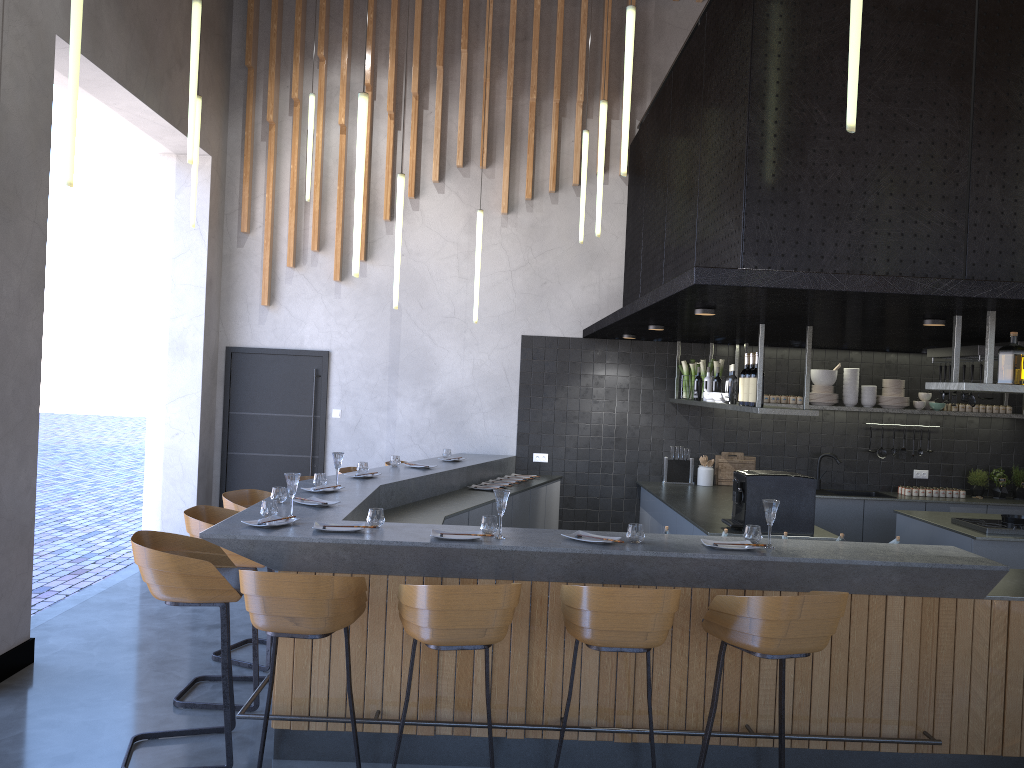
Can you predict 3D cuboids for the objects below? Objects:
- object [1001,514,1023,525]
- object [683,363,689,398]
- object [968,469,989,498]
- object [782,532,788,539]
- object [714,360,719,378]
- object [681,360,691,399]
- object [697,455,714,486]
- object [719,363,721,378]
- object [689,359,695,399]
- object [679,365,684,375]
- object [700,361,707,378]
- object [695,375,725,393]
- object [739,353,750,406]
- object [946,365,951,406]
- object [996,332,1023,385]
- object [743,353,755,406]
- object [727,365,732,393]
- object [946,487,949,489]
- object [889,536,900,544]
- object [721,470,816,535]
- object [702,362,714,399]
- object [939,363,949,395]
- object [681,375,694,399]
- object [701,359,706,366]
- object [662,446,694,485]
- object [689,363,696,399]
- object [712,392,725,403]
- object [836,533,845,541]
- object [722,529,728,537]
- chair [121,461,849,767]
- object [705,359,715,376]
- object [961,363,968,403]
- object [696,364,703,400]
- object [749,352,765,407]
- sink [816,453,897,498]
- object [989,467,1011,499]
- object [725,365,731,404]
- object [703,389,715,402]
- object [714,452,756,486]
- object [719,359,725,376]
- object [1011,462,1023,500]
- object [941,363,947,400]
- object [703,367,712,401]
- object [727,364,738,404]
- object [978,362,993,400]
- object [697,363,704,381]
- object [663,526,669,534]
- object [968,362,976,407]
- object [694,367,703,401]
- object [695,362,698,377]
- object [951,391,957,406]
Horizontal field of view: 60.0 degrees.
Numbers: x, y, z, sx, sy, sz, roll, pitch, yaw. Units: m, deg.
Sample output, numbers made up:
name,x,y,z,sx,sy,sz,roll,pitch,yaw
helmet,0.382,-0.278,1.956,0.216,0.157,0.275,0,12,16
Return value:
name,x,y,z,sx,sy,sz,roll,pitch,yaw
object,3.874,1.028,6.691,0.232,0.061,0.351,2,0,-23
object,1.681,-0.033,8.581,0.055,0.345,0.118,3,0,14
object,4.613,0.978,8.764,0.211,0.283,0.221,3,0,12
object,1.414,0.869,4.597,0.038,0.203,0.057,3,0,24
object,1.869,-0.033,8.101,0.047,0.365,0.105,3,0,35
object,1.667,-0.043,8.497,0.105,0.365,0.047,3,0,17
object,1.907,0.845,8.720,0.158,0.303,0.175,3,0,2
object,1.895,-0.023,8.167,0.057,0.347,0.093,3,0,-4
object,1.734,-0.048,8.566,0.056,0.381,0.113,3,0,12
object,1.729,-0.023,8.652,0.220,0.330,0.054,3,0,12
object,1.811,-0.031,8.255,0.141,0.356,0.057,3,0,13
object,1.831,0.039,8.216,0.234,0.231,0.248,3,0,27
object,1.689,-0.032,6.380,0.101,0.378,0.100,3,0,-8
object,3.366,0.013,6.825,0.024,0.363,0.033,3,0,-1
object,2.840,-0.120,4.586,0.630,0.274,0.139,3,0,-3
object,1.691,-0.032,6.253,0.101,0.378,0.100,3,0,-7
object,1.706,0.002,6.874,0.073,0.305,0.072,3,0,7
object,4.311,1.065,8.771,0.062,0.078,0.062,3,0,4
object,1.995,0.895,4.636,0.040,0.203,0.100,2,0,-30
object,1.753,0.805,6.089,0.562,0.400,0.322,3,0,-1
object,1.794,-0.027,8.141,0.118,0.345,0.055,3,0,32
object,3.405,-0.039,6.971,0.074,0.256,0.074,3,0,44
object,1.762,0.035,8.566,0.248,0.231,0.234,3,0,9
object,1.832,-0.046,8.481,0.084,0.386,0.046,2,0,-38
object,1.640,0.799,8.729,0.322,0.371,0.067,3,0,-1
object,1.737,-0.031,8.493,0.093,0.347,0.057,2,0,-23
object,1.739,0.098,7.333,0.159,0.110,0.172,2,0,-18
object,1.700,0.882,4.610,0.048,0.203,0.096,3,0,44
object,1.107,0.855,4.619,0.029,0.203,0.077,3,0,-11
chair,-0.906,1.261,5.548,2.787,1.047,5.395,2,0,-24
object,1.824,-0.042,8.186,0.113,0.381,0.056,3,0,31
object,3.379,-0.014,6.621,0.038,0.306,0.062,3,0,-1
object,1.741,-0.020,8.209,0.054,0.330,0.220,3,0,31
object,1.693,-0.031,6.123,0.101,0.378,0.100,3,0,-8
sink,3.074,0.946,8.598,1.111,0.547,0.498,3,0,-1
object,4.811,0.973,8.761,0.172,0.311,0.179,3,0,10
object,1.728,0.003,7.010,0.073,0.305,0.072,3,0,31
object,1.711,0.096,7.558,0.159,0.110,0.172,3,0,4
object,2.226,0.846,8.814,0.400,0.330,0.098,3,0,-1
object,1.936,-0.040,8.252,0.046,0.386,0.084,2,0,-20
object,5.026,0.954,8.751,0.186,0.367,0.196,3,0,44
object,3.359,-0.020,6.897,0.032,0.298,0.035,3,0,41
object,1.749,0.000,7.912,0.073,0.305,0.072,2,0,-28
object,1.678,0.002,6.742,0.073,0.305,0.072,3,0,43
object,3.422,-0.024,6.391,0.103,0.280,0.103,3,0,30
object,1.811,-0.027,8.312,0.169,0.349,0.056,3,0,12
object,0.805,0.842,4.616,0.042,0.203,0.076,3,0,32
object,3.377,0.001,6.506,0.031,0.336,0.104,3,0,-2
object,1.688,-0.003,8.035,0.073,0.305,0.072,3,0,-4
object,1.795,-0.033,8.600,0.057,0.356,0.141,3,0,-5
object,3.369,0.001,6.725,0.024,0.337,0.068,3,0,-1
